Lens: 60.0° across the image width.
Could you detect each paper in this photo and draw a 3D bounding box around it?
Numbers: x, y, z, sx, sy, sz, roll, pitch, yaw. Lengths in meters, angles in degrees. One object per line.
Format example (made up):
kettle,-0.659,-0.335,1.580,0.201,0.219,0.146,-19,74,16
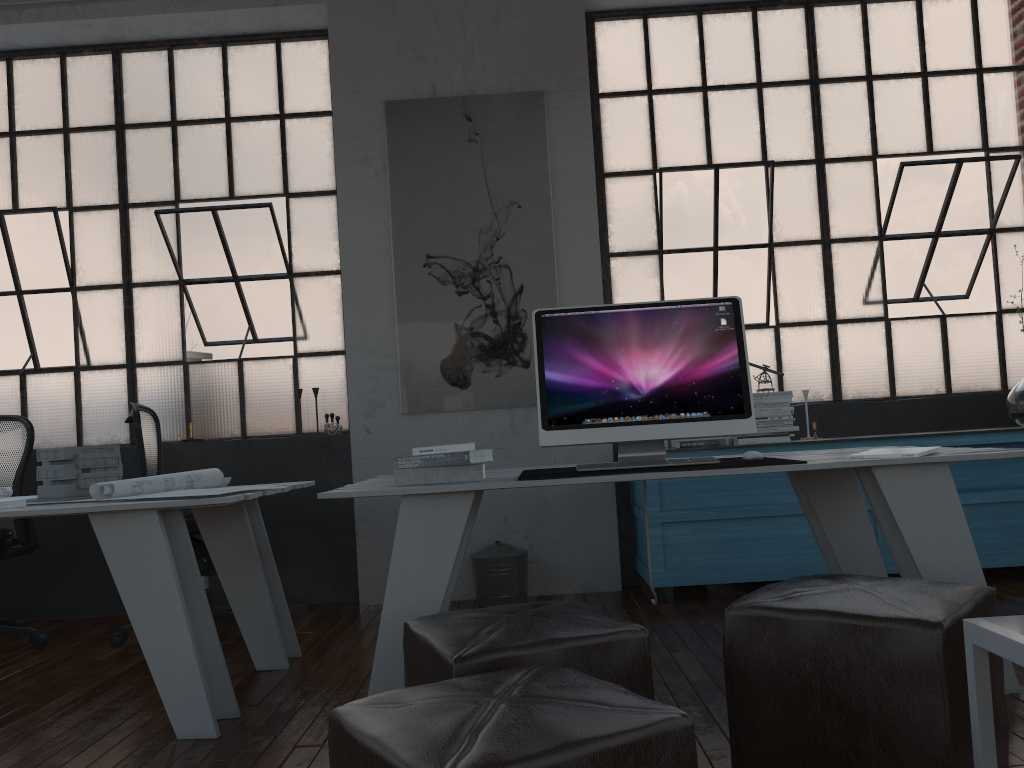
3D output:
paper,-1.726,0.388,3.280,1.075,0.105,0.976,-4,-3,1
paper,-1.032,0.354,2.903,0.429,0.001,0.485,-4,-4,11

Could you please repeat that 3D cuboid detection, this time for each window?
window,-2.169,-0.776,4.978,2.590,2.388,0.670,-4,-2,1
window,1.730,-1.016,4.931,2.590,2.388,0.670,-4,-2,1

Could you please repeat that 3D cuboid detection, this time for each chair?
chair,-1.444,0.616,4.088,0.792,1.084,0.771,-2,-3,-30
chair,-2.535,0.680,4.035,0.770,1.084,0.793,-3,-2,-5

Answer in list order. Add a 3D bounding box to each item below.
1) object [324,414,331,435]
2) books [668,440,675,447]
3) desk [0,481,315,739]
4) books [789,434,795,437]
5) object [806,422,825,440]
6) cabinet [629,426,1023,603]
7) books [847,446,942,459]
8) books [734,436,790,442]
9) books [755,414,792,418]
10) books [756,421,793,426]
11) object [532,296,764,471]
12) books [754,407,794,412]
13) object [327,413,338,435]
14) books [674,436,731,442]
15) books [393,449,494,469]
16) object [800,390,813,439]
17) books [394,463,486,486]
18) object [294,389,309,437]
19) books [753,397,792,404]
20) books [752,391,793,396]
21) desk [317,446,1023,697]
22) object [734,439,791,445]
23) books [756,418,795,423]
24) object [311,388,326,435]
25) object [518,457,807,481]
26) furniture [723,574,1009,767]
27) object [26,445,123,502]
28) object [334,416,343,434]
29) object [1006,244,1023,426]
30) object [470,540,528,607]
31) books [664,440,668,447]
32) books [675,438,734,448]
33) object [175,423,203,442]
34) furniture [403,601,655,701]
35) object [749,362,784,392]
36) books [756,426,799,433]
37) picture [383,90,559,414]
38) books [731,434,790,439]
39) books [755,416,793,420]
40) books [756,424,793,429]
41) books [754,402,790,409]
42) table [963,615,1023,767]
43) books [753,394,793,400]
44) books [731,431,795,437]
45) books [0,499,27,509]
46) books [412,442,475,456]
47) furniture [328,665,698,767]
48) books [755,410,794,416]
object,-1.011,0.220,4.856,0.032,0.117,0.058,-2,-3,-38
books,0.813,0.205,4.576,0.053,0.240,0.173,-4,-2,1
desk,-1.812,0.768,3.082,2.056,0.696,1.066,-4,-3,1
books,1.303,0.271,4.564,0.254,0.012,0.161,-4,-3,1
object,1.525,0.236,4.463,0.088,0.084,0.088,-4,-3,5
cabinet,1.742,0.629,4.421,2.262,0.732,0.627,-4,-3,1
books,1.168,0.210,2.703,0.205,0.019,0.243,-6,-5,41
books,1.209,0.270,4.348,0.248,0.014,0.187,-3,-3,-1
books,1.292,0.168,4.566,0.254,0.012,0.161,-4,-3,1
books,1.282,0.209,4.587,0.288,0.016,0.183,-4,-3,1
object,0.436,-0.009,2.916,0.714,0.552,0.377,-4,-2,2
books,1.289,0.138,4.590,0.288,0.016,0.183,-4,-3,1
object,-0.971,0.215,4.798,0.058,0.117,0.032,-4,-2,15
books,0.930,0.264,4.348,0.242,0.023,0.191,-3,-3,-1
books,-0.212,0.235,2.777,0.257,0.044,0.193,-5,-4,21
object,1.541,0.159,4.632,0.084,0.256,0.084,-3,-2,-22
books,-0.222,0.284,2.799,0.271,0.050,0.200,-4,-3,1
object,-1.157,0.158,4.850,0.085,0.259,0.085,-2,-3,-36
books,1.283,0.092,4.574,0.273,0.021,0.174,-4,-3,1
books,1.273,0.057,4.564,0.288,0.016,0.183,-4,-3,1
desk,0.504,0.628,3.055,2.077,0.703,1.076,-4,-3,1
object,1.214,0.283,4.346,0.253,0.014,0.187,-4,-3,1
books,1.304,0.191,4.563,0.256,0.013,0.161,-4,-3,1
object,-1.064,0.151,4.833,0.085,0.259,0.085,-2,-3,-36
object,0.451,0.273,2.904,0.848,0.008,0.688,-4,-3,2
furniture,0.805,0.686,2.009,0.503,0.460,0.503,-6,-4,39
object,-1.567,0.320,3.214,0.416,0.182,0.389,-5,-4,31
object,-0.956,0.226,4.872,0.058,0.101,0.032,-5,-3,36
object,2.631,-0.261,4.385,0.231,0.939,0.434,-3,-2,-18
object,-0.058,0.937,4.428,0.293,0.307,0.293,-5,-3,29
books,0.771,0.208,4.587,0.032,0.239,0.173,-4,-2,1
books,0.941,0.291,4.354,0.258,0.032,0.191,-4,-3,3
object,-1.752,0.262,4.844,0.124,0.100,0.124,-5,-3,23
furniture,0.025,0.744,2.017,0.479,0.439,0.481,-2,-3,-21
object,1.303,-0.044,4.550,0.092,0.161,0.178,-2,-3,-31
books,1.289,0.240,4.571,0.331,0.025,0.176,-4,-3,1
picture,-0.201,-0.691,4.621,0.853,1.649,0.025,-4,-2,1
books,1.210,0.257,4.355,0.251,0.012,0.202,-4,-3,2
books,1.282,0.181,4.572,0.285,0.012,0.159,-4,-3,1
books,1.300,0.221,4.571,0.254,0.013,0.161,-4,-3,1
books,1.264,0.117,4.590,0.296,0.028,0.180,-4,-3,1
table,1.310,0.583,1.092,0.991,0.444,0.973,-4,-3,1
books,1.280,0.073,4.575,0.288,0.016,0.183,-4,-3,1
books,1.287,0.259,4.560,0.285,0.012,0.159,-4,-3,1
books,-1.711,0.390,2.840,0.235,0.024,0.200,-6,-4,37
books,-0.212,0.204,2.793,0.185,0.030,0.153,-4,-3,1
furniture,-0.007,0.713,1.404,0.470,0.430,0.472,-2,-3,-31
books,1.298,0.153,4.575,0.263,0.017,0.168,-4,-3,1
